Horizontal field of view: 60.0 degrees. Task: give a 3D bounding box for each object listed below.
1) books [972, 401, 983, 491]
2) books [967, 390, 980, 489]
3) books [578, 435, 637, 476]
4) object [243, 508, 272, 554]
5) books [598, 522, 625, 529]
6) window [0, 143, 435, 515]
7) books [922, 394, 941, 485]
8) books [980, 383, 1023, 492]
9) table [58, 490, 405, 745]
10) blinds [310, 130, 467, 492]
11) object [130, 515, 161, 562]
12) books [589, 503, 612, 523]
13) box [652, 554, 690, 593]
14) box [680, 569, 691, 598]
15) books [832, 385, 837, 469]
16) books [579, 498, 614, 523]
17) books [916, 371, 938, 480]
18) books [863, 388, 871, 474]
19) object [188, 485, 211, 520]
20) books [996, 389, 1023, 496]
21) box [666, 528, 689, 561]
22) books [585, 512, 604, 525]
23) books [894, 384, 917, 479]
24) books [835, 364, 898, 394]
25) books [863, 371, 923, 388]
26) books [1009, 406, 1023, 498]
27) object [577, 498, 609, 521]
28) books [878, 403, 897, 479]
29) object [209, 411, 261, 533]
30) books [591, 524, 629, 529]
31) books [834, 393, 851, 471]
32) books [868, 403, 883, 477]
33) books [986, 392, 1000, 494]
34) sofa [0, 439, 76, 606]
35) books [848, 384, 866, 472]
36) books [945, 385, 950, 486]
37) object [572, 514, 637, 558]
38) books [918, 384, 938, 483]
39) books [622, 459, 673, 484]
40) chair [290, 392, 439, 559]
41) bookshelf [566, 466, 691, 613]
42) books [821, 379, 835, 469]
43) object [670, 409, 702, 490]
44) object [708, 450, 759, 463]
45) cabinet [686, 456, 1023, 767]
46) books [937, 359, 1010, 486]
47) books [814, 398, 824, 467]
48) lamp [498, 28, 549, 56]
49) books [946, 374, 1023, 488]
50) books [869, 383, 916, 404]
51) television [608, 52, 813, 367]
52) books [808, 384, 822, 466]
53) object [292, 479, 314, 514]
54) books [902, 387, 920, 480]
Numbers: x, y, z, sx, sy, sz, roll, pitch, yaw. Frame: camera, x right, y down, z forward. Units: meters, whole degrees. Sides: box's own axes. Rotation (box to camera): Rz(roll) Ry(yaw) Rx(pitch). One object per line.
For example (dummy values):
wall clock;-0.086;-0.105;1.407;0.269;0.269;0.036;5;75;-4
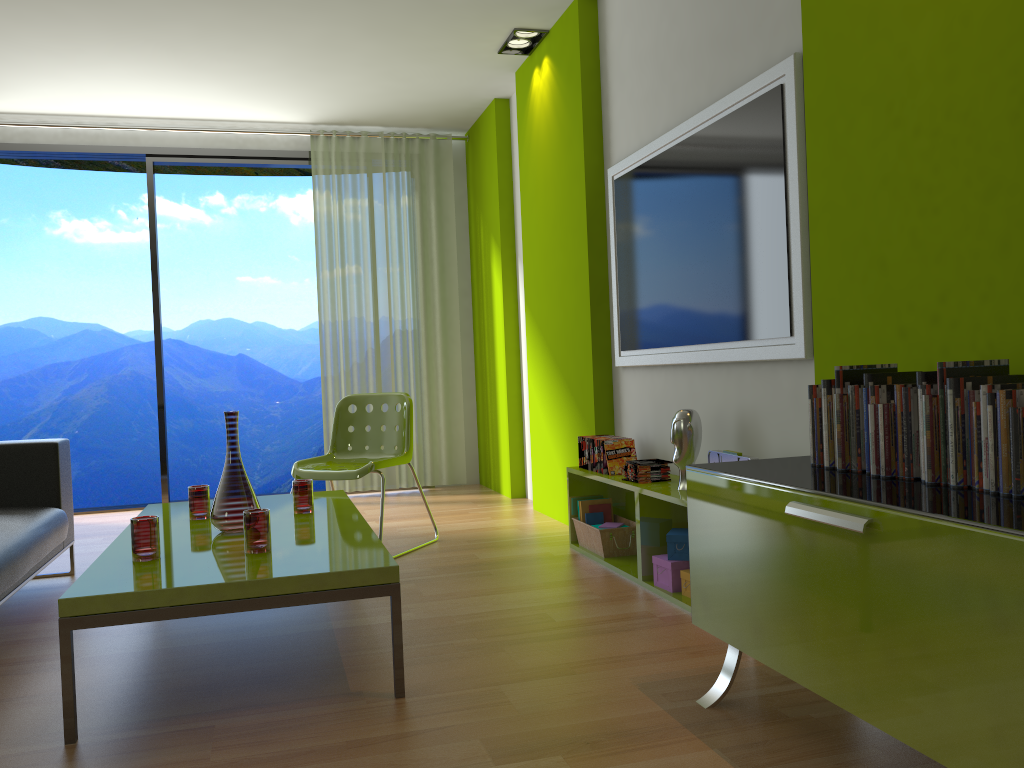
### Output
books;0.941;0.116;1.674;0.163;0.173;0.017;-3;1;-16
books;0.940;0.105;1.696;0.151;0.193;0.025;-3;1;-16
books;0.429;0.315;3.962;0.147;0.150;0.370;-3;1;-16
object;-0.741;0.429;2.580;0.075;0.122;0.076;-2;1;40
books;0.442;0.629;3.940;0.087;0.008;0.110;-2;1;24
window;-2.259;-0.385;6.247;3.336;2.498;0.219;-3;1;-16
books;0.904;0.110;1.776;0.180;0.185;0.025;-3;1;-16
books;0.946;0.100;1.653;0.163;0.204;0.025;-3;1;-16
table;-0.901;0.662;3.012;0.810;0.349;1.682;-3;1;-16
blinds;-0.883;-0.527;6.398;1.012;2.568;0.067;-3;1;-16
object;-1.047;0.442;2.534;0.076;0.122;0.075;-2;1;19
books;0.413;0.647;4.095;0.105;0.182;0.031;-3;1;-16
box;0.628;0.694;3.271;0.202;0.116;0.135;-3;1;-21
box;0.683;0.705;3.128;0.169;0.093;0.102;-3;1;-21
books;0.826;0.100;2.081;0.161;0.201;0.013;-3;1;-16
books;0.396;0.637;4.113;0.158;0.202;0.051;-3;1;-16
books;0.904;0.087;1.836;0.144;0.229;0.025;-3;1;-16
books;0.855;0.103;1.972;0.163;0.196;0.018;-3;1;-16
object;-1.149;0.437;3.261;0.076;0.122;0.075;-2;1;19
books;0.948;0.106;1.601;0.161;0.196;0.030;-3;1;-16
box;0.632;0.590;3.264;0.102;0.093;0.138;-2;1;19
books;0.382;0.666;4.073;0.086;0.148;0.025;-3;1;-16
books;0.884;0.100;1.876;0.163;0.204;0.025;-3;1;-16
books;0.828;0.078;2.066;0.163;0.246;0.017;-3;1;-16
books;0.858;0.087;1.994;0.144;0.227;0.025;-3;1;-16
books;0.955;0.121;1.577;0.161;0.166;0.020;-3;1;-16
object;0.389;0.638;4.137;0.158;0.200;0.040;-3;1;-16
books;0.867;0.120;1.898;0.185;0.164;0.025;-3;1;-16
object;-0.927;0.291;2.958;0.168;0.400;0.168;-3;1;-30
books;0.450;0.646;3.923;0.143;0.025;0.182;-3;1;-16
books;0.827;0.110;2.044;0.180;0.183;0.025;-3;1;-16
books;0.858;0.121;1.925;0.185;0.162;0.025;-3;1;-16
books;0.941;0.108;1.626;0.161;0.191;0.021;-3;1;-16
sofa;-2.119;0.574;2.689;1.061;0.639;2.583;-3;1;-16
books;0.842;0.100;2.019;0.163;0.201;0.032;-3;1;-16
books;0.922;0.100;1.743;0.161;0.204;0.014;-3;1;-16
object;0.430;0.682;3.985;0.213;0.129;0.367;-3;1;-16
books;0.903;0.100;1.806;0.163;0.204;0.033;-3;1;-16
books;0.541;0.349;3.569;0.164;0.078;0.172;-3;1;-17
chair;-0.771;0.432;4.380;0.640;0.759;0.546;-2;1;23
bookshelf;0.631;0.575;3.432;0.306;0.378;1.630;-3;1;-16
books;0.814;0.094;2.101;0.172;0.215;0.030;-3;1;-16
object;0.649;0.244;3.268;0.107;0.305;0.107;-2;1;41
object;0.724;0.309;2.900;0.047;0.176;0.340;-3;1;-11
cabinet;1.132;0.497;0.712;0.547;0.593;3.384;-3;1;-16
books;0.916;0.078;1.757;0.163;0.248;0.017;-3;1;-16
books;0.806;0.115;2.148;0.163;0.171;0.017;-3;1;-16
lamp;0.056;-1.924;4.838;0.192;0.131;0.352;-3;1;-16
books;0.922;0.094;1.720;0.172;0.217;0.031;-3;1;-16
books;0.861;0.100;1.951;0.163;0.201;0.025;-3;1;-16
television;0.689;-0.548;3.463;0.028;0.941;1.537;-3;1;-16
books;0.800;0.100;2.168;0.163;0.201;0.025;-3;1;-16
object;-0.779;0.421;3.307;0.076;0.122;0.075;-2;1;19
books;0.890;0.103;1.855;0.163;0.198;0.018;-3;1;-16
